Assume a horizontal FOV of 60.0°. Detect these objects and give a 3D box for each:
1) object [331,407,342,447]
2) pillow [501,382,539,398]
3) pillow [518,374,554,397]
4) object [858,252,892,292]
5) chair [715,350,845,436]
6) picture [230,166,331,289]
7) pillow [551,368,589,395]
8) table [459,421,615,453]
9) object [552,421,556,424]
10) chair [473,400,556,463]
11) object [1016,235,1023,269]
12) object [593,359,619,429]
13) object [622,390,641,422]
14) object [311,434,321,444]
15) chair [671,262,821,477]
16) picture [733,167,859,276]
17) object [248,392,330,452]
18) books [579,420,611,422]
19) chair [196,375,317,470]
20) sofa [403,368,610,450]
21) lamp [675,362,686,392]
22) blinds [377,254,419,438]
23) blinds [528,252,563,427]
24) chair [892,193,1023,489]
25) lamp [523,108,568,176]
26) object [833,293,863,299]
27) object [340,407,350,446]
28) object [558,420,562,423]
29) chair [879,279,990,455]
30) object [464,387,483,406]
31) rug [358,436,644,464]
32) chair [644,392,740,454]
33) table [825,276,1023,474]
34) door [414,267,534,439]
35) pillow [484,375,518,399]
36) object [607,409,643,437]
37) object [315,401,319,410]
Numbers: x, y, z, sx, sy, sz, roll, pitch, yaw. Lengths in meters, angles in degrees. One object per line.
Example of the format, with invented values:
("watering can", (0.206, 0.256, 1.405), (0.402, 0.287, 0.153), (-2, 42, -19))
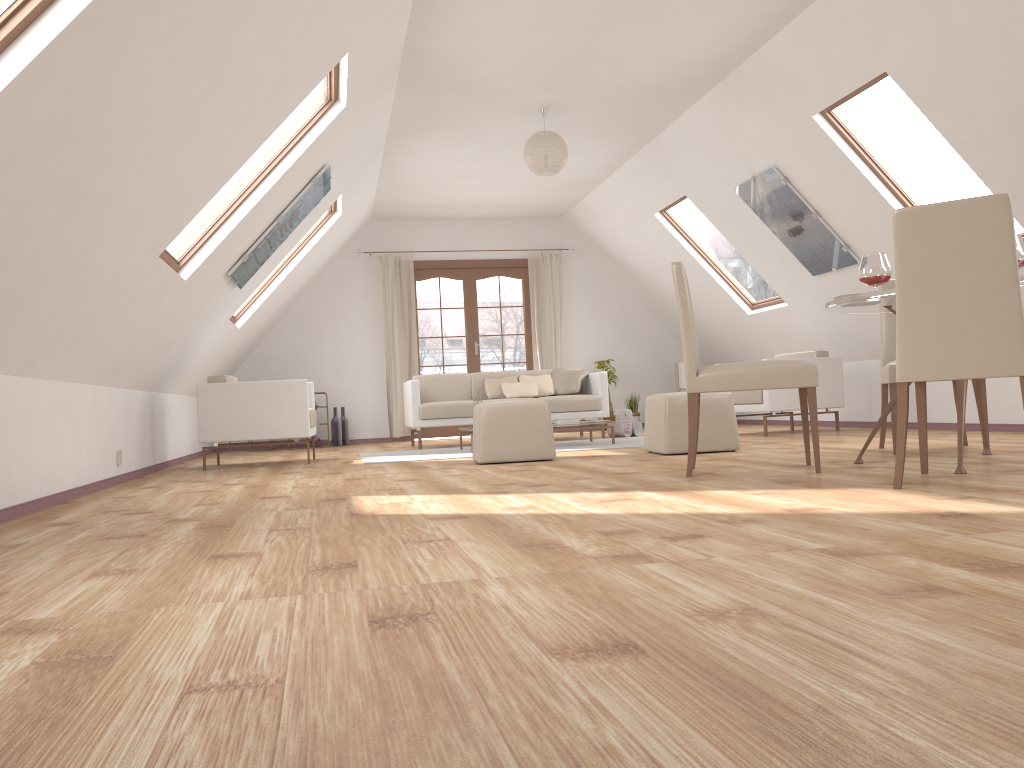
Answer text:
("object", (-1.950, 0.477, 9.834), (0.115, 0.443, 0.120), (-2, -1, -17))
("pillow", (0.086, 0.062, 8.628), (0.363, 0.170, 0.227), (-3, -1, -6))
("pillow", (0.240, 0.016, 8.809), (0.351, 0.225, 0.196), (-3, -1, -6))
("object", (1.596, -0.482, 3.900), (0.136, 0.183, 0.136), (-2, -2, -33))
("chair", (2.335, 0.077, 7.803), (0.820, 0.706, 0.748), (-2, -1, -22))
("picture", (-1.606, -1.083, 6.235), (0.683, 0.738, 0.650), (-3, -1, -11))
("pillow", (0.555, -0.034, 8.830), (0.424, 0.276, 0.269), (-4, -2, 38))
("table", (0.192, 0.435, 7.387), (1.173, 0.190, 0.730), (-3, -1, -11))
("object", (0.290, 0.307, 7.275), (0.064, 0.051, 0.143), (-2, -2, -41))
("chair", (-0.002, 0.305, 5.828), (0.506, 0.394, 0.506), (-3, -1, -7))
("object", (2.035, -0.510, 3.627), (0.136, 0.183, 0.136), (-2, -2, -33))
("object", (1.136, 0.125, 10.608), (0.311, 0.846, 0.307), (-2, -1, -19))
("object", (1.421, 0.292, 10.406), (0.209, 0.480, 0.234), (-4, -2, 45))
("object", (-2.170, 0.614, 9.798), (0.109, 0.109, 0.435), (-3, -1, -11))
("chair", (1.103, -0.086, 4.219), (0.618, 0.999, 0.477), (-3, -1, 13))
("picture", (2.226, -1.259, 7.015), (0.683, 0.738, 0.650), (-3, -1, -11))
("object", (-2.461, 0.413, 9.789), (0.854, 0.608, 0.417), (-3, -1, -11))
("books", (0.672, 0.314, 7.454), (0.280, 0.005, 0.192), (-2, -1, -19))
("chair", (-1.961, 0.275, 6.939), (0.820, 0.706, 0.748), (-3, -1, -9))
("sofa", (-0.073, 0.218, 8.638), (1.880, 0.706, 0.820), (-3, -1, -11))
("lamp", (2.079, -0.072, 10.647), (0.221, 0.375, 0.180), (-3, -1, 22))
("blinds", (-1.316, -0.445, 10.326), (0.423, 2.130, 0.120), (-3, -1, -14))
("blinds", (0.452, -0.529, 10.647), (0.424, 2.129, 0.123), (-3, -1, -17))
("chair", (1.695, -0.136, 3.297), (0.477, 0.999, 0.618), (-4, -2, 33))
("lamp", (0.252, -1.843, 6.747), (0.340, 0.497, 0.340), (-4, -1, 28))
("object", (1.607, -0.397, 4.092), (0.228, 0.020, 0.228), (-3, -1, 11))
("object", (-1.908, 0.480, 10.056), (0.115, 0.443, 0.120), (-2, -1, -17))
("object", (0.342, 0.307, 7.427), (0.143, 0.052, 0.064), (-3, -1, -11))
("chair", (2.306, -0.130, 4.940), (0.477, 0.999, 0.618), (-3, -1, 16))
("object", (-0.291, 0.181, 7.357), (0.123, 0.359, 0.184), (-4, -1, 30))
("rug", (0.172, 0.526, 7.312), (2.800, 0.007, 1.600), (-3, -1, -11))
("chair", (1.162, 0.246, 5.819), (0.506, 0.394, 0.506), (-3, -1, -7))
("table", (2.077, -0.027, 4.025), (1.198, 0.770, 1.198), (-3, -1, 9))
("door", (-0.462, -0.388, 10.591), (1.546, 2.001, 0.098), (-3, -1, -11))
("pillow", (-0.094, 0.031, 8.746), (0.351, 0.235, 0.185), (-3, -1, -8))
("object", (1.090, 0.377, 8.618), (0.212, 0.267, 0.315), (-2, -1, -24))
("object", (-2.190, 0.239, 9.808), (0.109, 0.109, 0.435), (-3, -1, -11))
